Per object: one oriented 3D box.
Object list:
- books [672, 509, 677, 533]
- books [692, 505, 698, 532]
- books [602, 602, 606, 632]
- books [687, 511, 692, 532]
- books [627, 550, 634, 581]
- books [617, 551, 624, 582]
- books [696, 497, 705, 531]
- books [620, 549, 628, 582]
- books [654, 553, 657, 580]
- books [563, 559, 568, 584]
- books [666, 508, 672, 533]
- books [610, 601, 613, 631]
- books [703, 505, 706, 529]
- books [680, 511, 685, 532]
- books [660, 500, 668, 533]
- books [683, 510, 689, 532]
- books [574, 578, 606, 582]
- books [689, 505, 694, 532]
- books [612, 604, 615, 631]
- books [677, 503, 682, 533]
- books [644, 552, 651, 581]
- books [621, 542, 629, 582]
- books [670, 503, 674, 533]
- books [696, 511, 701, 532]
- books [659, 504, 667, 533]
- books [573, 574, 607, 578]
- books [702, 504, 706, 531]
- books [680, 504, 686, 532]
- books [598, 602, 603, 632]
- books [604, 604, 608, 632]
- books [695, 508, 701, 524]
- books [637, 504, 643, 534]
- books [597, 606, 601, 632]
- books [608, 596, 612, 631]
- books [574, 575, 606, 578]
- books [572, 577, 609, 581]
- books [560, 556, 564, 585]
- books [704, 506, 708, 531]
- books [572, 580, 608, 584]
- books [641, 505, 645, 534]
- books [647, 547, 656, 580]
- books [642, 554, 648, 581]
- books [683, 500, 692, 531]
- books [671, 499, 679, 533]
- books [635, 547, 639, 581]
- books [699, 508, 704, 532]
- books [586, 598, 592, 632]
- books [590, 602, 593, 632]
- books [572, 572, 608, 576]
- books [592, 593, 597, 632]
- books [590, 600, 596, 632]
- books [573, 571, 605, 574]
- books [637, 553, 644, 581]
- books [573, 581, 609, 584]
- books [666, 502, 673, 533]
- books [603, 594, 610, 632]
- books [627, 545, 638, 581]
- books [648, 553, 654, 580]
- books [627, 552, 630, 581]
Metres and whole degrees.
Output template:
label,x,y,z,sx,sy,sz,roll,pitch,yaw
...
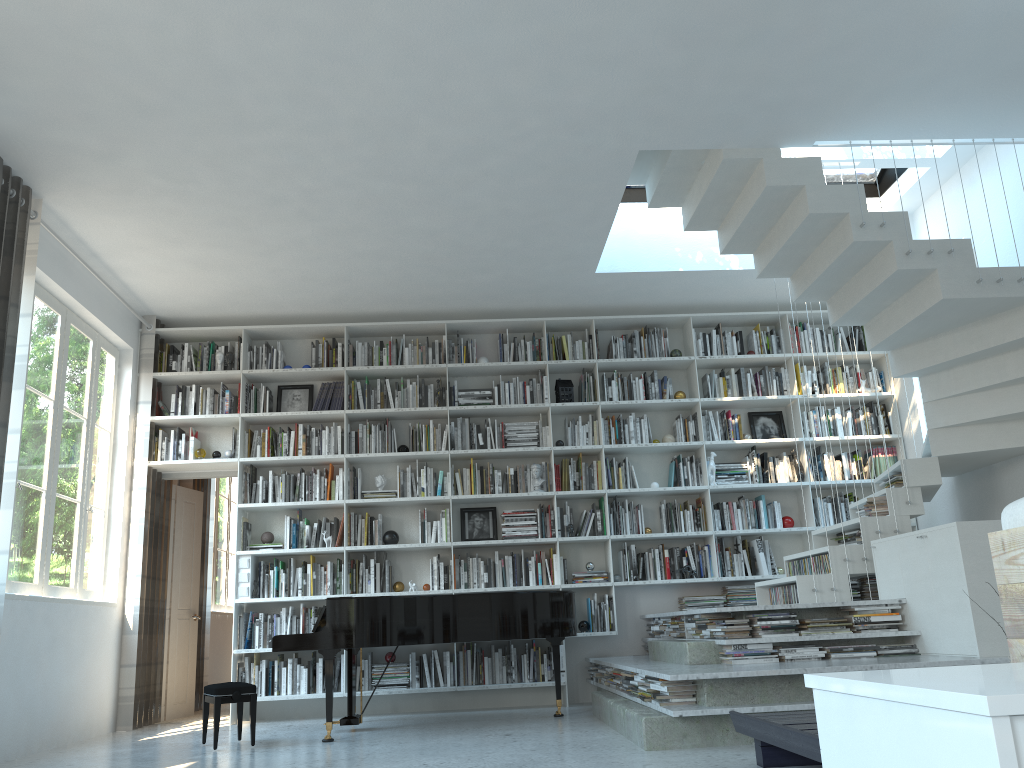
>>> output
label,x,y,z,sx,sy,sz,roll,pitch,yaw
books,1.328,1.151,7.353,0.031,0.208,0.122,-2,-15,-3
books,1.501,1.130,7.348,0.021,0.231,0.155,-2,-15,-3
books,0.718,1.845,7.017,0.012,0.225,0.149,-2,-15,-3
books,1.444,1.151,7.324,0.019,0.182,0.191,-2,-15,-3
books,0.953,1.483,7.203,0.023,0.255,0.178,-2,-15,-3
books,0.887,1.491,7.217,0.012,0.253,0.161,-2,-15,-3
books,1.559,1.093,7.345,0.007,0.294,0.162,-2,-15,-3
books,0.905,1.481,7.200,0.023,0.261,0.187,-2,-15,-3
books,1.153,1.500,7.234,0.012,0.220,0.153,-2,-15,-3
books,0.426,1.530,7.193,0.030,0.210,0.137,-2,-15,-3
books,1.283,1.140,7.319,0.016,0.215,0.178,-2,-15,-3
books,0.777,1.839,7.020,0.013,0.232,0.149,-2,-15,-3
books,1.585,1.129,7.369,0.007,0.235,0.132,-2,-15,-3
books,1.386,1.151,7.314,0.018,0.181,0.182,-2,-15,-3
books,1.264,1.113,7.354,0.016,0.289,0.132,-2,-15,-3
books,1.426,1.147,7.328,0.015,0.194,0.176,-2,-15,-3
books,0.626,1.578,7.123,0.254,0.012,0.161,-3,-16,2
books,1.467,1.128,7.334,0.018,0.229,0.182,-2,-15,-3
books,0.789,1.855,7.029,0.012,0.205,0.161,-2,-15,-3
books,1.367,1.119,7.323,0.018,0.250,0.184,-2,-15,-3
books,1.094,1.496,7.233,0.029,0.234,0.143,-2,-15,-3
books,0.920,1.455,7.208,0.010,0.315,0.187,-2,-15,-3
books,1.308,1.123,7.339,0.008,0.258,0.159,-2,-15,-3
books,1.522,1.147,7.317,0.016,0.180,0.190,-2,-15,-3
books,1.249,1.128,7.336,0.019,0.251,0.130,-2,-15,-3
books,0.624,1.541,7.124,0.254,0.012,0.161,-2,-16,-3
books,1.572,1.126,7.365,0.019,0.240,0.134,-2,-15,-3
books,1.402,1.129,7.352,0.030,0.243,0.136,-2,-15,-3
books,0.700,1.842,7.000,0.026,0.224,0.175,-2,-15,-3
books,0.730,1.847,7.000,0.011,0.211,0.179,-2,-15,-3
books,1.536,1.142,7.349,0.016,0.204,0.142,-2,-15,-3
books,1.052,1.130,7.322,0.014,0.260,0.142,-2,-15,-3
books,0.680,1.860,7.020,0.013,0.202,0.139,-2,-15,-3
books,0.762,1.825,7.037,0.015,0.270,0.158,-2,-15,-3
books,0.625,1.555,7.132,0.254,0.012,0.161,-3,-16,1
books,0.625,1.566,7.124,0.285,0.012,0.160,-3,-16,-1
books,0.397,1.521,7.191,0.027,0.228,0.141,-2,-15,-3
books,1.593,1.132,7.359,0.009,0.223,0.146,-2,-15,-3
books,0.627,1.591,7.123,0.285,0.012,0.160,-3,-16,1
books,1.066,1.134,7.323,0.013,0.250,0.173,-2,-15,-3
books,1.139,1.476,7.234,0.014,0.267,0.172,-2,-15,-3
books,1.075,1.502,7.220,0.011,0.216,0.176,-2,-15,-3
books,1.454,1.108,7.339,0.006,0.273,0.173,-2,-15,-3
books,1.352,1.110,7.351,0.007,0.284,0.160,-2,-15,-3
books,0.998,1.474,7.217,0.010,0.276,0.174,-2,-15,-3
books,1.551,1.139,7.340,0.013,0.203,0.159,-2,-15,-3
books,0.611,1.830,7.015,0.005,0.263,0.163,-2,-15,-3
books,0.620,1.849,7.020,0.012,0.228,0.130,-2,-15,-3
books,0.624,1.531,7.136,0.285,0.012,0.160,-3,-16,0
books,0.655,1.814,7.033,0.032,0.299,0.149,-2,-15,-3
books,0.634,1.835,7.006,0.014,0.245,0.177,-2,-15,-3
books,0.623,1.518,7.133,0.254,0.012,0.161,-4,-16,5
books,1.037,1.496,7.219,0.065,0.230,0.162,-2,-15,-3
books,0.627,1.601,7.115,0.285,0.012,0.160,-3,-16,-1
books,1.297,1.121,7.340,0.015,0.261,0.150,-2,-15,-3
books,0.744,1.813,7.017,0.021,0.284,0.173,-2,-15,-3
books,0.978,1.464,7.209,0.030,0.293,0.189,-2,-15,-3
books,1.121,1.497,7.230,0.024,0.227,0.160,-2,-15,-3
books,0.933,1.498,7.224,0.015,0.240,0.153,-2,-15,-3
